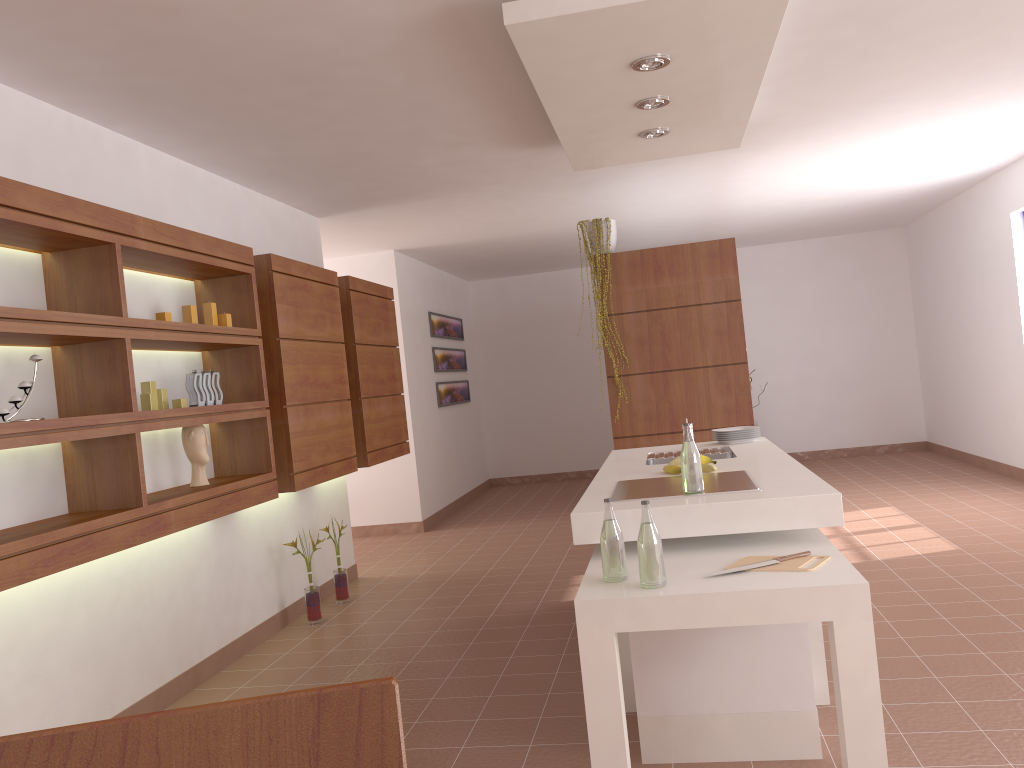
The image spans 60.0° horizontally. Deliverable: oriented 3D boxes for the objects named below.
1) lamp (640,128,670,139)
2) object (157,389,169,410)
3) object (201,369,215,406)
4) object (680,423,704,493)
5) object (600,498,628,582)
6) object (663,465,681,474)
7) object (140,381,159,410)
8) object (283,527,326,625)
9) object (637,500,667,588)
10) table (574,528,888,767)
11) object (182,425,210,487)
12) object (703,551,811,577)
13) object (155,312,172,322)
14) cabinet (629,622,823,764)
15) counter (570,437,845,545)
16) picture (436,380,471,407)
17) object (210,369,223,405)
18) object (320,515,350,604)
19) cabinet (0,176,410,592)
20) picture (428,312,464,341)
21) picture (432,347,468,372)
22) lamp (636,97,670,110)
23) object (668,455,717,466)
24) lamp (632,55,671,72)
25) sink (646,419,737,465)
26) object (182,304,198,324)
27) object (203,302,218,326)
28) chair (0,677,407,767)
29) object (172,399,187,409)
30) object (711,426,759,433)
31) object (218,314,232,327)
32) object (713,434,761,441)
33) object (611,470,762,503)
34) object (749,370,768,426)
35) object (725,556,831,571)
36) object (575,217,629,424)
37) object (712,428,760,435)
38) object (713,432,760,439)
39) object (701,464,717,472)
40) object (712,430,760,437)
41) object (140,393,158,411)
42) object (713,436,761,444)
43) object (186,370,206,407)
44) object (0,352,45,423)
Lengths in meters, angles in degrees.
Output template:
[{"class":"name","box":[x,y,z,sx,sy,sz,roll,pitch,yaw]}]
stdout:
[{"class":"lamp","box":[0.687,-1.229,4.282,0.143,0.059,0.143,-6,0,38]},{"class":"object","box":[-1.469,0.066,3.707,0.044,0.090,0.044,-6,0,10]},{"class":"object","box":[-1.373,0.018,3.959,0.054,0.165,0.065,-6,0,26]},{"class":"object","box":[0.597,0.246,2.967,0.071,0.230,0.071,-6,0,-9]},{"class":"object","box":[0.282,0.439,2.507,0.071,0.230,0.071,-6,0,-9]},{"class":"object","box":[0.649,0.344,3.575,0.060,0.033,0.207,-6,0,-10]},{"class":"object","box":[-1.466,0.051,3.586,0.044,0.120,0.044,-6,0,10]},{"class":"object","box":[-1.136,1.075,4.978,0.087,0.546,0.296,-6,0,26]},{"class":"object","box":[0.371,0.430,2.392,0.071,0.230,0.071,-6,0,-9]},{"class":"table","box":[0.644,0.842,2.754,0.737,0.647,1.003,-6,0,10]},{"class":"object","box":[-1.369,0.299,3.836,0.100,0.284,0.100,-6,0,40]},{"class":"object","box":[0.693,0.503,2.475,0.375,0.008,0.041,-6,0,-23]},{"class":"object","box":[-1.373,-0.265,3.497,0.044,0.049,0.044,-6,0,10]},{"class":"cabinet","box":[0.813,0.796,3.737,0.737,0.700,2.048,-6,0,10]},{"class":"counter","box":[0.813,0.745,3.793,0.821,0.800,2.156,-6,0,10]},{"class":"picture","box":[-0.611,0.093,9.421,0.015,0.248,1.408,-6,0,10]},{"class":"object","box":[-1.350,0.015,4.006,0.054,0.165,0.065,-6,0,26]},{"class":"object","box":[-1.061,1.066,5.417,0.087,0.546,0.296,-6,0,10]},{"class":"cabinet","box":[-1.573,-0.012,4.145,0.754,1.200,4.718,-6,0,10]},{"class":"picture","box":[-0.684,-0.603,9.420,0.015,0.248,1.408,-6,0,10]},{"class":"picture","box":[-0.648,-0.255,9.420,0.015,0.248,1.408,-6,0,10]},{"class":"lamp","box":[0.601,-1.219,3.790,0.143,0.059,0.143,-6,0,38]},{"class":"object","box":[0.729,0.308,3.557,0.207,0.055,0.047,-6,0,-13]},{"class":"lamp","box":[0.514,-1.209,3.292,0.143,0.059,0.143,-6,0,-7]},{"class":"sink","box":[0.842,0.334,4.207,0.404,0.368,0.668,-6,0,10]},{"class":"object","box":[-1.366,-0.291,3.760,0.044,0.099,0.044,-6,0,10]},{"class":"object","box":[-1.355,-0.303,3.988,0.044,0.120,0.044,-6,0,10]},{"class":"chair","box":[-0.136,0.719,0.270,0.444,1.063,0.574,-6,0,-10]},{"class":"object","box":[-1.393,0.083,3.719,0.044,0.040,0.044,-6,0,10]},{"class":"object","box":[1.167,0.243,4.631,0.228,0.020,0.228,-6,0,-8]},{"class":"object","box":[-1.308,-0.283,4.045,0.044,0.070,0.044,-6,0,10]},{"class":"object","box":[1.172,0.283,4.631,0.228,0.020,0.228,-6,0,-8]},{"class":"object","box":[0.612,0.363,3.177,0.493,0.006,0.551,-6,0,10]},{"class":"object","box":[2.591,0.391,9.878,0.655,1.112,0.284,-6,0,29]},{"class":"object","box":[0.747,0.504,2.492,0.266,0.006,0.168,-6,0,27]},{"class":"object","box":[0.606,-0.407,5.811,0.297,1.344,0.279,-6,0,-31]},{"class":"object","box":[1.169,0.253,4.631,0.228,0.020,0.228,-6,0,-8]},{"class":"object","box":[1.171,0.273,4.631,0.228,0.020,0.228,-6,0,-8]},{"class":"object","box":[0.747,0.334,3.531,0.060,0.033,0.207,-6,0,-35]},{"class":"object","box":[1.170,0.263,4.631,0.228,0.020,0.228,-6,0,-8]},{"class":"object","box":[-1.440,0.073,3.517,0.044,0.070,0.044,-6,0,10]},{"class":"object","box":[1.173,0.293,4.631,0.228,0.020,0.228,-6,0,-8]},{"class":"object","box":[-1.396,0.020,3.911,0.054,0.165,0.065,-6,0,26]},{"class":"object","box":[-1.580,0.010,2.845,0.136,0.227,0.190,-6,0,42]}]
